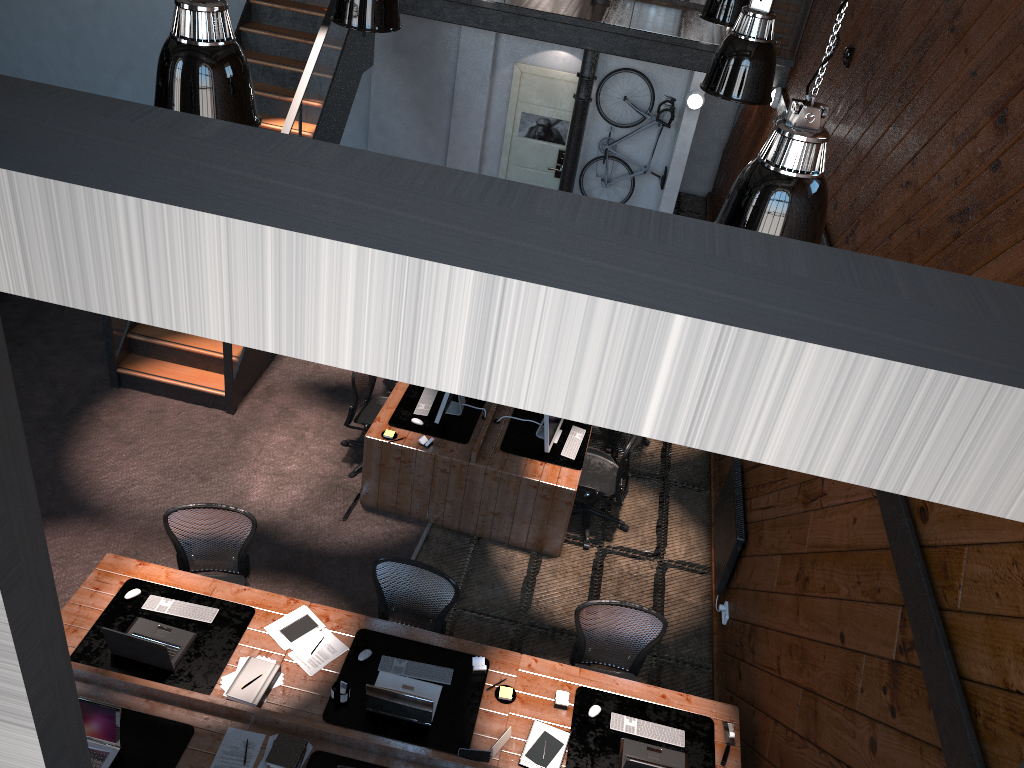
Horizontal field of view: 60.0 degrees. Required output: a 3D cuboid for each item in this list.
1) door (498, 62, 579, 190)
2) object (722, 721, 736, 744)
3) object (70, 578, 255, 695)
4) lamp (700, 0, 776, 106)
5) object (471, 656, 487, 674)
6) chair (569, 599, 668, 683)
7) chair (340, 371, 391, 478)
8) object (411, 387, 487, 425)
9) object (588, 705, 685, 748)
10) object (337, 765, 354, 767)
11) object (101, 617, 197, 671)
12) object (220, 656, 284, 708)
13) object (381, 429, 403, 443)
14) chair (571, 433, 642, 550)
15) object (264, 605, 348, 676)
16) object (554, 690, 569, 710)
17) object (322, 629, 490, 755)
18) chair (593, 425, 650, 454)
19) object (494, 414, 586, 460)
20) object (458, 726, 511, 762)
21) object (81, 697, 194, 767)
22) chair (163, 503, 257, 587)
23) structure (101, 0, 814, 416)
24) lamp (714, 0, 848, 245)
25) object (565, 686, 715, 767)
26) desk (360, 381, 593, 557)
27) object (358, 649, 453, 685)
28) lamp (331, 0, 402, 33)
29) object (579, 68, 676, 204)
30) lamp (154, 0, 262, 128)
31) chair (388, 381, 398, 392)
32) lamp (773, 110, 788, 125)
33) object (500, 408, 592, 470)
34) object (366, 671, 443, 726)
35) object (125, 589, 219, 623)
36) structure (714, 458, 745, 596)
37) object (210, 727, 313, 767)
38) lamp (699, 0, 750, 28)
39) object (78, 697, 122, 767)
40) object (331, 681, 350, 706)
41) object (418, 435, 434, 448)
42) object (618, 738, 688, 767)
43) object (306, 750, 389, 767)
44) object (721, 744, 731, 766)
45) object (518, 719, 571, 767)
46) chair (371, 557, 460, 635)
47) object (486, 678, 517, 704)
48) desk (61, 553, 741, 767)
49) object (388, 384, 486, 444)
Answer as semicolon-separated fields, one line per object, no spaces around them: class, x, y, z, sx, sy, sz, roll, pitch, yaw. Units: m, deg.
door;0.368;-3.092;11.966;1.013;2.268;0.064;13;34;4
object;1.294;2.056;5.264;0.054;0.064;0.159;9;34;-2
object;-2.058;1.491;5.273;0.848;0.008;0.687;12;34;4
lamp;1.528;-2.733;4.715;0.445;2.372;0.445;20;35;14
object;-0.199;1.701;5.385;0.082;0.063;0.106;3;34;-11
chair;0.637;1.956;5.668;0.770;1.085;0.792;1;35;-14
chair;-1.102;0.212;7.783;0.792;1.085;0.770;6;34;-5
object;-0.456;-0.006;7.402;0.610;0.573;0.714;12;34;3
object;0.730;2.010;5.205;0.577;0.040;0.139;14;34;7
object;-0.718;2.147;4.398;0.390;0.283;0.323;10;34;0
object;-2.079;1.426;5.105;0.390;0.283;0.323;14;34;6
object;-1.489;1.681;5.089;0.325;0.065;0.363;21;35;16
object;-0.978;0.408;7.130;0.158;0.026;0.154;-14;40;-31
chair;0.703;0.746;7.467;0.792;1.085;0.770;6;34;-5
object;-1.247;1.546;5.389;0.467;0.017;0.304;33;40;31
object;0.299;1.872;5.275;0.082;0.063;0.106;11;34;2
object;-0.601;1.790;5.212;0.848;0.008;0.687;12;34;4
chair;1.072;0.041;8.601;0.792;1.085;0.770;12;34;3
object;0.374;0.222;7.288;0.811;0.578;0.663;-7;38;-24
object;-0.133;2.019;4.927;0.347;0.083;0.129;-12;40;-29
object;-2.180;1.954;4.560;0.848;0.008;0.687;12;34;4
chair;-1.982;1.367;5.855;0.770;1.085;0.792;-5;37;-22
structure;-2.261;-2.691;9.741;10.620;4.603;5.793;13;34;4
lamp;1.172;-1.524;2.863;0.445;2.372;0.445;11;34;2
object;0.748;2.109;5.094;0.848;0.008;0.687;12;34;4
desk;0.052;-0.182;8.883;1.748;0.840;4.117;14;34;6
object;-0.639;1.696;5.309;0.577;0.040;0.139;12;34;3
lamp;-0.765;-3.295;5.060;0.445;2.372;0.445;26;37;22
object;1.521;-3.032;11.293;1.022;1.846;0.655;-1;35;-16
lamp;-1.129;-2.107;3.123;0.445;2.372;0.445;-13;40;-31
chair;-0.856;-0.509;8.908;0.792;1.085;0.770;12;34;3
lamp;2.533;-2.370;8.094;0.262;0.260;0.328;13;34;4
object;0.312;0.397;7.500;0.687;0.008;0.848;13;34;5
object;-0.602;1.711;5.020;0.380;0.288;0.320;13;34;4
object;-2.091;1.360;5.427;0.577;0.040;0.139;13;34;4
structure;1.752;1.158;7.194;0.073;0.628;1.064;13;34;4
object;-1.327;1.954;4.700;0.478;0.098;0.319;12;34;2
lamp;1.920;-3.928;6.573;0.445;2.372;0.445;-21;45;-38
object;-2.219;1.804;4.463;0.380;0.288;0.320;13;34;4
object;-0.976;1.759;5.054;0.099;0.138;0.078;20;35;14
object;-0.688;0.455;7.105;0.106;0.063;0.082;23;36;18
object;0.811;2.069;4.911;0.390;0.283;0.323;13;34;4
object;-0.723;2.253;4.498;0.848;0.008;0.687;12;34;4
object;1.238;2.145;5.135;0.022;0.042;0.134;21;35;16
object;0.192;2.043;5.002;0.229;0.060;0.316;17;34;11
chair;-0.699;1.706;5.689;0.770;1.085;0.792;6;34;-5
object;-0.046;1.832;5.276;0.158;0.026;0.154;-18;43;-35
desk;-0.808;2.265;5.058;4.117;0.840;1.748;13;34;4
object;-0.606;0.192;7.564;0.687;0.008;0.848;13;34;5
